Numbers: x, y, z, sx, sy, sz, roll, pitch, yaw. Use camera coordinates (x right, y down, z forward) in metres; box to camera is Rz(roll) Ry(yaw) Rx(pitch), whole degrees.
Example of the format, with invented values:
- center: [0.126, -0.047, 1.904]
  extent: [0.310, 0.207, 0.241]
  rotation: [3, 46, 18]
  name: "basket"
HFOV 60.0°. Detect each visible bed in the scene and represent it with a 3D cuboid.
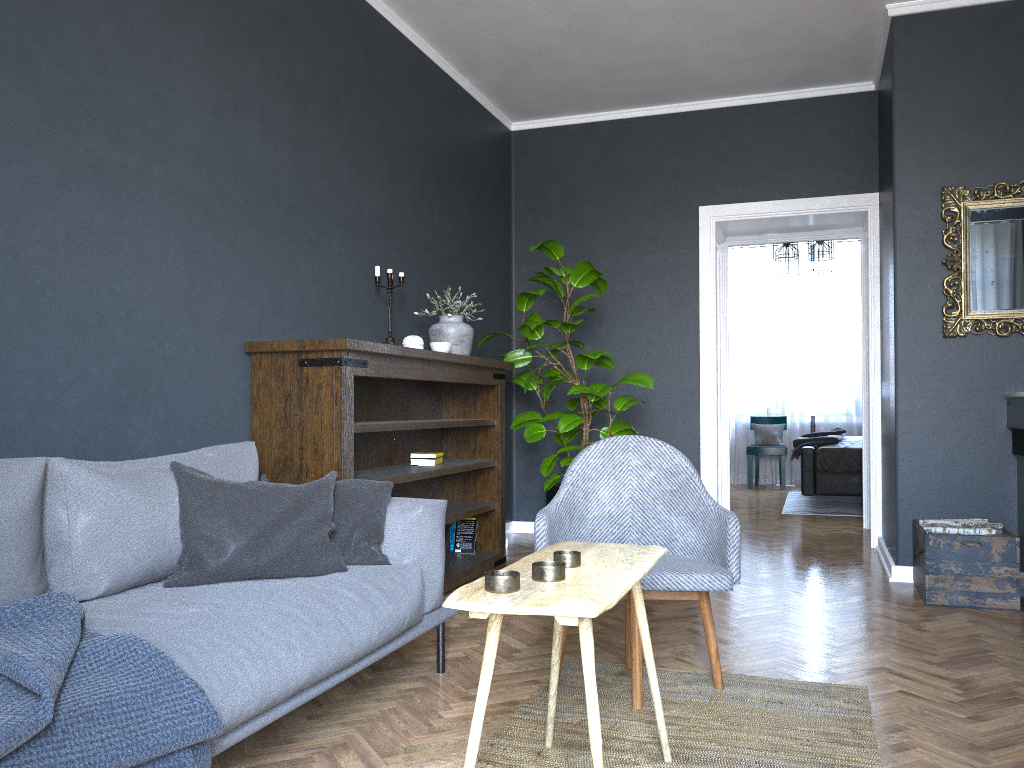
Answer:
- center: [3.796, 0.529, 8.111]
  extent: [2.375, 1.161, 2.266]
  rotation: [-1, -1, 19]
  name: "bed"

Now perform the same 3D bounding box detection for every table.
- center: [0.140, 0.690, 2.009]
  extent: [0.339, 0.550, 0.788]
  rotation: [-1, -1, 19]
  name: "table"

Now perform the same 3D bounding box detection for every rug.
- center: [0.347, 0.964, 2.078]
  extent: [1.003, 0.013, 2.011]
  rotation: [-1, -2, 19]
  name: "rug"
- center: [3.302, 1.115, 8.241]
  extent: [1.458, 0.013, 2.045]
  rotation: [-1, -2, 19]
  name: "rug"

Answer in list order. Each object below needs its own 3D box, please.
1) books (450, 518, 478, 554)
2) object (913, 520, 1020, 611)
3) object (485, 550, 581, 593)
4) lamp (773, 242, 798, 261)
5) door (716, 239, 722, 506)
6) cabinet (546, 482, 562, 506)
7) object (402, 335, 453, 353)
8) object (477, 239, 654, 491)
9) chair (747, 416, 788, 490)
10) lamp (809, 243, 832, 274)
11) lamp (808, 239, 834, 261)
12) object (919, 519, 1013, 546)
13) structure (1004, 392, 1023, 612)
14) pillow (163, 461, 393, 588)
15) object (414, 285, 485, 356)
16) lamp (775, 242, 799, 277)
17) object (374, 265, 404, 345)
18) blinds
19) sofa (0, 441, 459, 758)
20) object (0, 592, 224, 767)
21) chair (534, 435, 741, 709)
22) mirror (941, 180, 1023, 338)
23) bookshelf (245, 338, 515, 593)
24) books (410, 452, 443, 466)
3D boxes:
- center: [-0.270, 0.863, 5.050]
  extent: [0.179, 0.193, 0.122]
  rotation: [-1, -1, 22]
  name: "books"
- center: [2.148, 0.849, 4.228]
  extent: [0.383, 0.326, 0.552]
  rotation: [-1, -1, 19]
  name: "object"
- center: [0.069, 0.398, 1.894]
  extent: [0.103, 0.033, 0.369]
  rotation: [-1, -2, 30]
  name: "object"
- center: [2.573, -1.527, 8.352]
  extent: [0.210, 0.714, 0.210]
  rotation: [-1, -1, 33]
  name: "lamp"
- center: [1.449, -0.017, 6.525]
  extent: [0.162, 2.186, 0.857]
  rotation: [0, -1, 19]
  name: "door"
- center: [0.608, 0.873, 5.977]
  extent: [0.650, 0.390, 0.456]
  rotation: [-1, -1, 19]
  name: "cabinet"
- center: [-0.423, -0.191, 4.448]
  extent: [0.255, 0.104, 0.118]
  rotation: [0, -1, -16]
  name: "object"
- center: [0.310, 0.109, 5.324]
  extent: [1.118, 1.898, 0.764]
  rotation: [0, -1, 13]
  name: "object"
- center: [2.876, 0.763, 9.968]
  extent: [0.435, 0.798, 0.592]
  rotation: [-1, -1, 19]
  name: "chair"
- center: [3.097, -1.493, 8.909]
  extent: [0.210, 0.747, 0.210]
  rotation: [-1, -1, 33]
  name: "lamp"
- center: [2.779, -1.505, 7.974]
  extent: [0.210, 0.769, 0.210]
  rotation: [-1, -1, 33]
  name: "lamp"
- center: [2.152, 0.772, 4.228]
  extent: [0.370, 0.246, 0.533]
  rotation: [-1, -1, 19]
  name: "object"
- center: [2.813, 0.521, 3.917]
  extent: [1.065, 0.981, 0.834]
  rotation: [-1, -1, 19]
  name: "structure"
- center: [-0.718, 0.409, 2.744]
  extent: [0.442, 0.362, 0.797]
  rotation: [-1, -2, 37]
  name: "pillow"
- center: [-0.332, -0.337, 4.774]
  extent: [0.385, 0.412, 0.275]
  rotation: [0, -1, -3]
  name: "object"
- center: [2.703, -1.468, 8.718]
  extent: [0.210, 0.804, 0.210]
  rotation: [-1, -1, 33]
  name: "lamp"
- center: [-0.614, -0.360, 4.352]
  extent: [0.130, 0.437, 0.145]
  rotation: [0, -1, -35]
  name: "object"
- center: [3.532, -0.234, 10.187]
  extent: [3.993, 2.788, 0.312]
  rotation: [-1, -1, 19]
  name: "blinds"
- center: [-0.971, 0.574, 2.171]
  extent: [0.970, 0.798, 2.340]
  rotation: [-1, -1, 18]
  name: "sofa"
- center: [-0.868, 0.580, 1.526]
  extent: [0.490, 0.329, 0.666]
  rotation: [-1, -1, 24]
  name: "object"
- center: [0.389, 0.580, 2.910]
  extent: [0.645, 0.811, 0.495]
  rotation: [0, -1, -3]
  name: "chair"
- center: [2.692, -0.629, 4.359]
  extent: [1.057, 0.784, 0.067]
  rotation: [-1, -1, 19]
  name: "mirror"
- center: [-0.508, 0.442, 4.265]
  extent: [0.451, 1.172, 1.919]
  rotation: [-1, -1, 19]
  name: "bookshelf"
- center: [-0.423, 0.413, 4.613]
  extent: [0.174, 0.113, 0.197]
  rotation: [0, -1, 8]
  name: "books"
